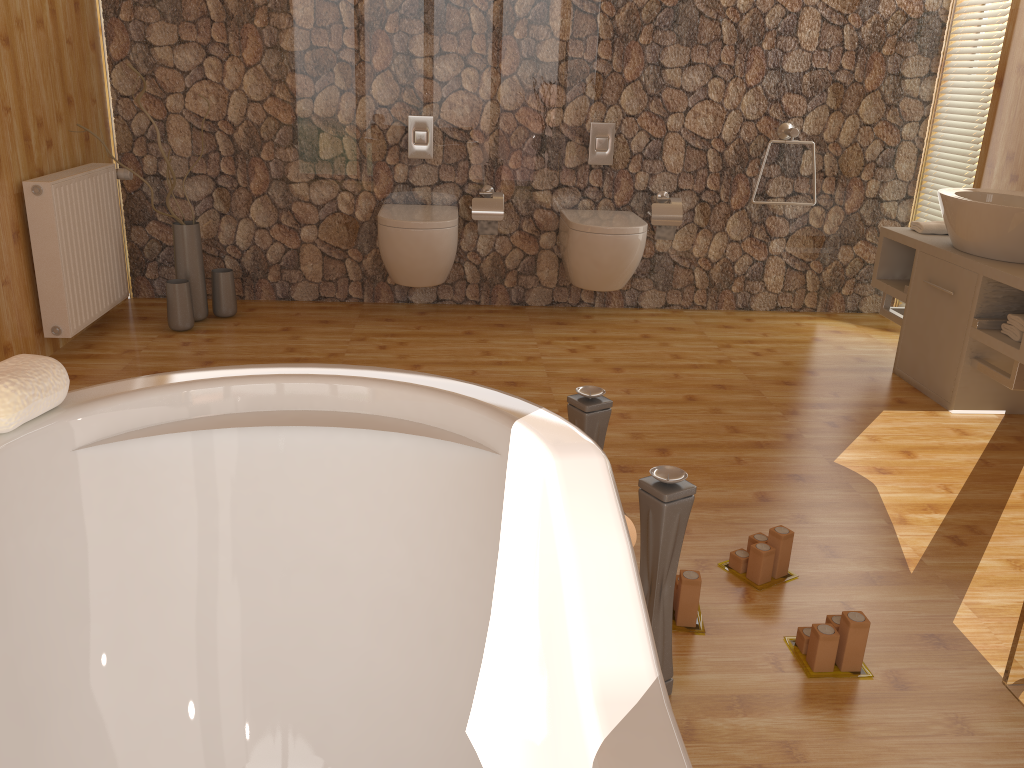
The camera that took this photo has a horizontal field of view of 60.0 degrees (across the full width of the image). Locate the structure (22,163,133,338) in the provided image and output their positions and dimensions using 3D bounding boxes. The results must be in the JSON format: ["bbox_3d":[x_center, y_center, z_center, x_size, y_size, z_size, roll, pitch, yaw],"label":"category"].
[{"bbox_3d":[-1.767,-0.588,3.723,0.150,0.600,0.745,1,20,-4],"label":"structure"}]

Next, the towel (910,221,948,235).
[{"bbox_3d":[1.849,-0.674,3.808,0.225,0.048,0.140,3,20,1],"label":"towel"}]

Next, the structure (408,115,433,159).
[{"bbox_3d":[-0.440,-1.188,4.273,0.120,0.200,0.010,1,20,-4],"label":"structure"}]

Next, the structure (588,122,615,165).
[{"bbox_3d":[0.439,-1.175,4.340,0.120,0.200,0.010,1,20,-4],"label":"structure"}]

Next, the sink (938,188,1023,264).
[{"bbox_3d":[1.910,-0.695,3.337,0.533,0.409,0.634,1,20,-4],"label":"sink"}]

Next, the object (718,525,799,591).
[{"bbox_3d":[0.619,0.408,2.202,0.141,0.131,0.141,-10,23,-31],"label":"object"}]

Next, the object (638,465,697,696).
[{"bbox_3d":[0.277,0.388,1.699,0.080,0.478,0.080,-10,23,-31],"label":"object"}]

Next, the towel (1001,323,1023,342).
[{"bbox_3d":[1.859,-0.181,3.107,0.225,0.048,0.140,3,20,1],"label":"towel"}]

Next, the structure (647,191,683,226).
[{"bbox_3d":[0.752,-0.872,4.397,0.170,0.151,0.154,1,20,-4],"label":"structure"}]

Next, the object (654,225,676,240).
[{"bbox_3d":[0.757,-0.796,4.400,0.098,0.151,0.090,1,20,-4],"label":"object"}]

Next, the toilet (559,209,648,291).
[{"bbox_3d":[0.435,-0.629,4.271,0.371,0.337,0.507,1,20,-4],"label":"toilet"}]

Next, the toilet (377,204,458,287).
[{"bbox_3d":[-0.443,-0.642,4.203,0.371,0.337,0.507,1,20,-4],"label":"toilet"}]

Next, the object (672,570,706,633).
[{"bbox_3d":[0.366,0.465,2.012,0.141,0.131,0.141,4,20,3],"label":"object"}]

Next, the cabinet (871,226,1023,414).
[{"bbox_3d":[1.897,-0.234,3.504,0.517,0.570,1.136,1,20,-4],"label":"cabinet"}]

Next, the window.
[{"bbox_3d":[2.391,-0.729,2.518,0.010,2.164,3.964,1,20,-4],"label":"window"}]

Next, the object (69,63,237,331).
[{"bbox_3d":[-1.507,-0.781,3.817,0.277,1.123,0.658,9,20,17],"label":"object"}]

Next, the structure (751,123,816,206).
[{"bbox_3d":[1.350,-1.085,4.375,0.332,0.387,0.133,1,20,-4],"label":"structure"}]

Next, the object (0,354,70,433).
[{"bbox_3d":[-0.666,0.012,1.183,0.105,0.077,0.166,4,20,3],"label":"object"}]

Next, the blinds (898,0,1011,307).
[{"bbox_3d":[2.131,-1.338,4.171,0.042,2.178,0.420,1,20,-4],"label":"blinds"}]

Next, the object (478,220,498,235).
[{"bbox_3d":[-0.118,-0.808,4.332,0.098,0.151,0.090,1,20,-4],"label":"object"}]

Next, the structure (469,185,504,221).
[{"bbox_3d":[-0.124,-0.885,4.330,0.170,0.151,0.154,1,20,-4],"label":"structure"}]

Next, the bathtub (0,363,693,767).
[{"bbox_3d":[-0.305,0.490,0.706,0.977,0.900,1.946,2,20,-2],"label":"bathtub"}]

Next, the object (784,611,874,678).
[{"bbox_3d":[0.678,0.525,1.880,0.141,0.131,0.141,1,20,-5],"label":"object"}]

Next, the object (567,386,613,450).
[{"bbox_3d":[1.129,-0.211,1.328,2.276,1.921,0.347,17,24,35],"label":"object"}]

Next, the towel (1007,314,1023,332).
[{"bbox_3d":[1.870,-0.214,3.088,0.225,0.048,0.140,3,20,1],"label":"towel"}]
